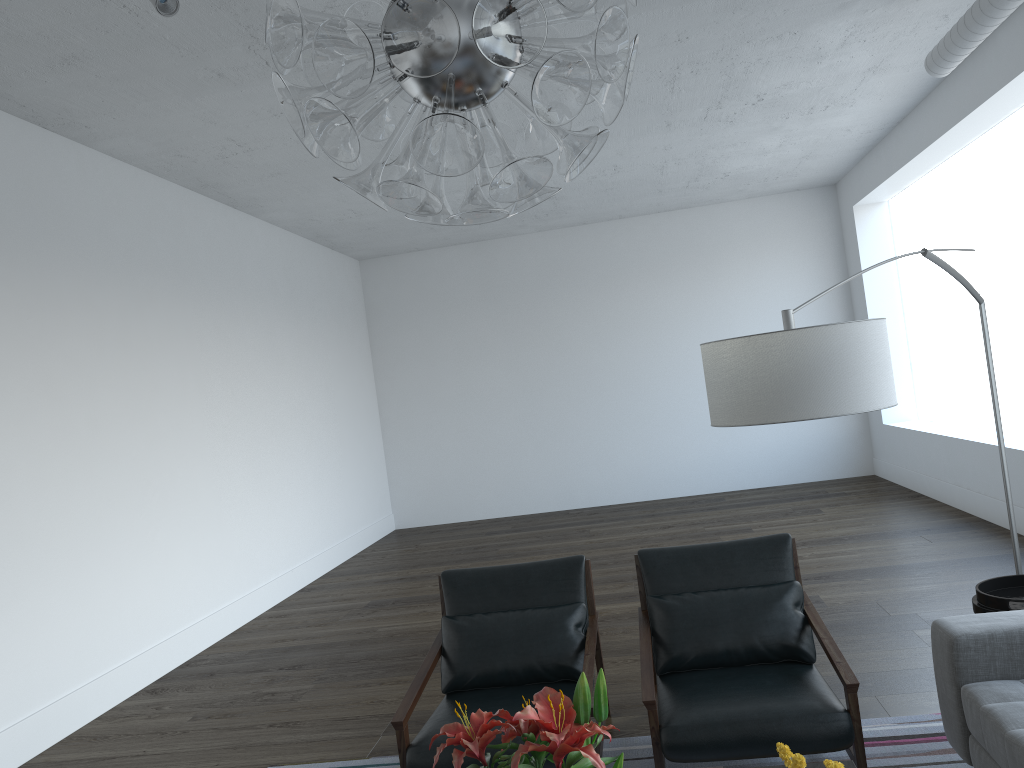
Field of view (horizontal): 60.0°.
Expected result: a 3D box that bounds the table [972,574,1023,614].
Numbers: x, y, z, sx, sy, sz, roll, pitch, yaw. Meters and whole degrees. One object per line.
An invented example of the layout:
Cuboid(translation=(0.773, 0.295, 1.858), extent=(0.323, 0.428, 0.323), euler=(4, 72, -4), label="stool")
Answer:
Cuboid(translation=(1.783, 0.945, 2.971), extent=(0.379, 0.536, 0.379), euler=(-8, -1, 25), label="table")

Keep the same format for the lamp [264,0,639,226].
Cuboid(translation=(-0.155, -1.016, 1.347), extent=(0.552, 1.546, 0.552), euler=(-8, -1, -5), label="lamp")

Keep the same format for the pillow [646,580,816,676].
Cuboid(translation=(0.842, 0.947, 3.432), extent=(0.612, 0.293, 0.246), euler=(-8, -1, 8), label="pillow")

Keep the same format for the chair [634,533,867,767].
Cuboid(translation=(0.815, 0.996, 3.239), extent=(0.678, 0.698, 0.983), euler=(-8, -1, 8), label="chair")

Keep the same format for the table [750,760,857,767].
Cuboid(translation=(0.128, 1.212, 1.597), extent=(1.306, 0.394, 1.362), euler=(-8, -1, 8), label="table")

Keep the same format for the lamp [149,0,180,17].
Cuboid(translation=(-1.250, -1.436, 3.149), extent=(0.088, 0.285, 0.154), euler=(-7, -1, -37), label="lamp")

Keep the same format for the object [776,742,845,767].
Cuboid(translation=(0.452, 0.728, 1.223), extent=(0.121, 0.470, 0.120), euler=(-8, -1, 24), label="object")

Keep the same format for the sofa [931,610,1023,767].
Cuboid(translation=(1.642, 0.872, 1.493), extent=(0.991, 0.684, 2.541), euler=(-8, -1, 8), label="sofa")

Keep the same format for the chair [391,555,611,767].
Cuboid(translation=(-0.012, 1.108, 3.356), extent=(0.678, 0.698, 0.983), euler=(-8, -1, 8), label="chair")

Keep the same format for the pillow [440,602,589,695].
Cuboid(translation=(0.015, 1.059, 3.549), extent=(0.612, 0.293, 0.246), euler=(-8, -1, 8), label="pillow")

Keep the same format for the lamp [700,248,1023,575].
Cuboid(translation=(1.326, 0.394, 2.780), extent=(0.432, 1.738, 2.162), euler=(-8, -1, 42), label="lamp")

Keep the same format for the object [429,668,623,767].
Cuboid(translation=(0.053, 0.740, 1.356), extent=(0.284, 0.558, 0.275), euler=(-7, -1, -30), label="object")

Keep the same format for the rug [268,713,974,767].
Cuboid(translation=(0.070, 1.424, 1.643), extent=(2.735, 0.012, 3.760), euler=(-8, -1, 8), label="rug")
